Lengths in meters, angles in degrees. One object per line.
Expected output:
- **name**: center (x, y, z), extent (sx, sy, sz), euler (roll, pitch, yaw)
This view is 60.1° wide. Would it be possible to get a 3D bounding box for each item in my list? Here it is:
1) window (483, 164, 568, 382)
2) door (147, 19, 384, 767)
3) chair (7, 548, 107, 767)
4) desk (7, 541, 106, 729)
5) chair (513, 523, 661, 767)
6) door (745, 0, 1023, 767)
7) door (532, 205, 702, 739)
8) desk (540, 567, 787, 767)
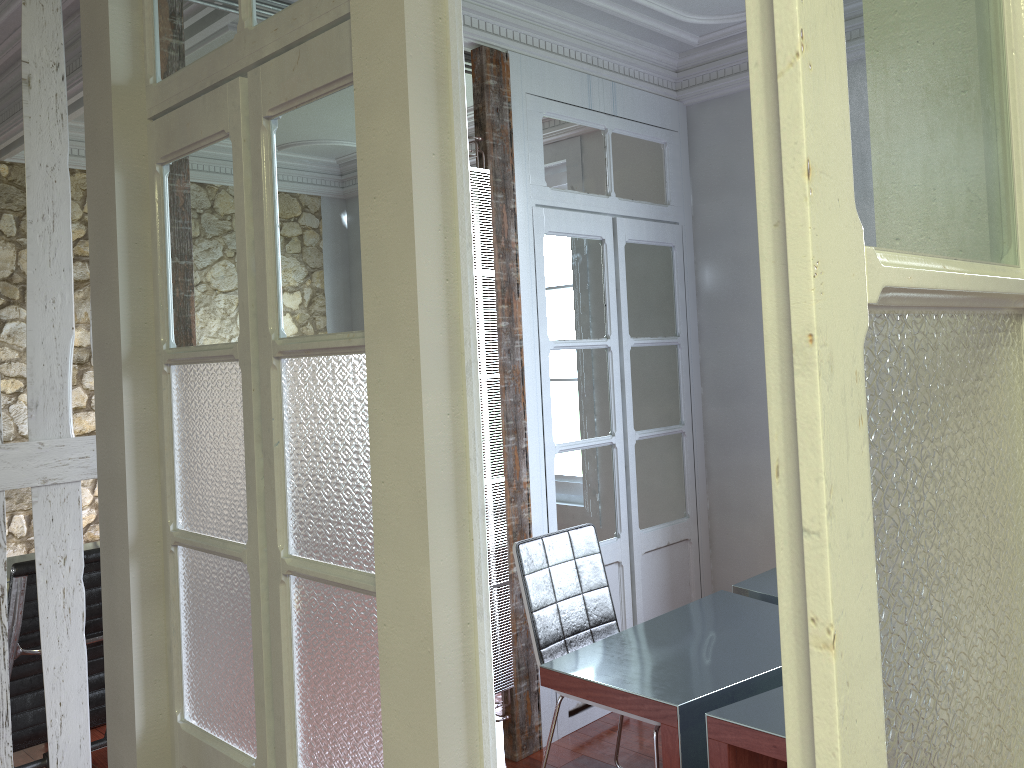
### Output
- **window**: center (-0.089, -0.289, 5.584), extent (1.525, 1.987, 0.127), euler (-3, -1, 45)
- **door**: center (-0.490, 0.432, 1.820), extent (1.055, 2.182, 0.041), euler (-4, -2, 45)
- **chair**: center (-1.473, 1.026, 2.932), extent (0.698, 1.024, 0.666), euler (-3, -1, 39)
- **desk**: center (-2.245, 1.195, 3.290), extent (1.298, 0.728, 2.510), euler (-2, 2, 45)
- **chair**: center (0.373, 0.988, 2.977), extent (0.600, 0.920, 0.475), euler (-3, -1, 45)
- **door**: center (0.792, 0.414, 0.491), extent (1.186, 2.185, 0.482), euler (-3, -1, 19)
- **door**: center (0.502, 0.316, 4.007), extent (0.040, 2.184, 1.161), euler (-4, -1, 45)
- **desk**: center (1.210, 1.091, 2.470), extent (1.710, 0.654, 1.447), euler (-1, 2, 45)
